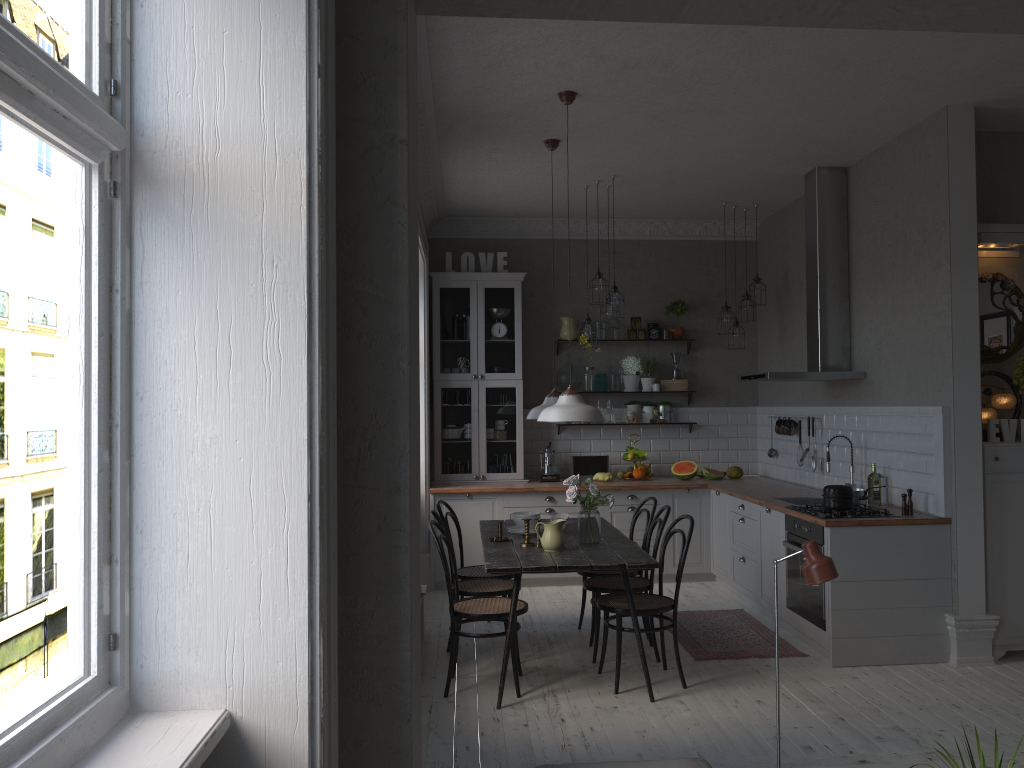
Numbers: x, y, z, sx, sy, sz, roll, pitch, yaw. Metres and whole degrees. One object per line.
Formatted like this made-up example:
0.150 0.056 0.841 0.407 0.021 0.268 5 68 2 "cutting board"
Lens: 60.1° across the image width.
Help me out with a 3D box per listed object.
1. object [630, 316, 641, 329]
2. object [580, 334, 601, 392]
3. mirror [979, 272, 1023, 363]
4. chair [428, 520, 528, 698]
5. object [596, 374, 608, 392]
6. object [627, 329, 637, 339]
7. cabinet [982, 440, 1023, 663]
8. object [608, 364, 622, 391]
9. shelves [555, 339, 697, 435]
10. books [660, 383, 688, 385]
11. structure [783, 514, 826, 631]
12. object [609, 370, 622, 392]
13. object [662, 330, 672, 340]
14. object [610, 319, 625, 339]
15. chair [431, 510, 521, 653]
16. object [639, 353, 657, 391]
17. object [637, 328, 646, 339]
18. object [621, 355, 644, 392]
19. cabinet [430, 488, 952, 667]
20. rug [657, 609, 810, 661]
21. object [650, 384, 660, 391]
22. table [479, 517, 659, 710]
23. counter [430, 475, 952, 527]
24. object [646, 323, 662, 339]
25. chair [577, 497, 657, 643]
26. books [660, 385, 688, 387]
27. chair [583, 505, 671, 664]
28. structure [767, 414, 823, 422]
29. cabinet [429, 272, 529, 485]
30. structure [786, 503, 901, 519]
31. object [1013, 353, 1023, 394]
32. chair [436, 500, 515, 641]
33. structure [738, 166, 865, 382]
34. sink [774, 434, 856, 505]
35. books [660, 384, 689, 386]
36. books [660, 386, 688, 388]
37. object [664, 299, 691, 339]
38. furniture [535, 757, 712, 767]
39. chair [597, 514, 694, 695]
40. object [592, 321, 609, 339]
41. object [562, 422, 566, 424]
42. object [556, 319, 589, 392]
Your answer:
1.174 -0.578 8.390 0.084 0.113 0.081 0 -2 -24 "object"
0.709 -0.197 8.259 0.193 0.540 0.278 0 -1 -12 "object"
3.094 -0.430 5.706 0.535 0.593 0.071 0 -1 -5 "mirror"
-0.184 1.212 4.890 0.548 0.920 0.439 -1 -1 3 "chair"
0.844 -0.009 8.411 0.126 0.172 0.126 -1 -1 -1 "object"
1.140 -0.466 8.396 0.083 0.113 0.082 0 -1 -4 "object"
3.109 1.003 5.443 0.669 1.297 0.382 0 -1 -5 "cabinet"
0.988 -0.053 8.487 0.131 0.264 0.131 -1 -1 1 "object"
1.075 0.046 8.402 1.322 0.923 0.228 0 -1 -5 "shelves"
1.545 -0.001 8.455 0.261 0.011 0.158 -1 -1 1 "books"
2.099 1.154 5.571 0.620 0.623 0.620 0 -1 -4 "structure"
0.973 -0.028 8.335 0.123 0.206 0.126 -1 -2 18 "object"
1.465 -0.462 8.375 0.093 0.096 0.074 0 -1 -4 "object"
1.014 -0.515 8.487 0.143 0.220 0.137 1 -2 -45 "object"
-0.217 1.227 5.442 0.552 0.920 0.435 0 -1 -7 "chair"
1.289 -0.117 8.405 0.188 0.380 0.166 1 -2 -43 "object"
1.228 -0.467 8.401 0.082 0.113 0.083 -1 -1 6 "object"
1.154 -0.103 8.444 0.242 0.354 0.236 -1 -2 13 "object"
1.381 1.277 6.949 4.106 0.854 2.030 -2 -2 42 "cabinet"
1.422 1.674 5.984 0.739 0.014 1.284 -1 -1 -4 "rug"
1.361 0.034 8.344 0.104 0.071 0.063 -1 -2 25 "object"
0.268 1.315 5.465 0.908 0.735 1.913 0 -1 -4 "table"
0.933 0.866 6.770 3.173 0.039 3.378 0 -1 -4 "counter"
1.348 -0.497 8.463 0.142 0.174 0.141 0 -1 -4 "object"
0.708 1.231 5.978 0.552 0.920 0.435 0 -1 -7 "chair"
1.545 0.021 8.454 0.261 0.011 0.158 -1 -1 1 "books"
0.716 1.218 5.495 0.548 0.920 0.439 -1 -1 3 "chair"
2.389 0.288 7.534 0.095 0.053 1.082 -1 -1 -3 "structure"
-0.306 -0.038 8.135 0.883 1.921 0.386 0 -1 -5 "cabinet"
2.069 0.790 5.582 0.498 0.031 0.603 0 -1 -4 "structure"
3.282 0.077 5.502 0.292 0.553 0.346 -1 -2 30 "object"
-0.225 1.239 5.928 0.546 0.920 0.440 -1 -1 8 "chair"
2.147 -0.823 6.677 0.715 1.595 0.709 0 -1 -4 "structure"
2.176 0.714 6.241 0.530 0.720 0.484 0 -1 -4 "sink"
1.545 0.009 8.454 0.261 0.011 0.157 -1 -1 -2 "books"
1.545 0.031 8.454 0.260 0.016 0.158 -1 -1 4 "books"
1.582 -0.612 8.442 0.257 0.397 0.244 -1 -2 20 "object"
0.357 1.356 2.366 0.585 0.476 0.825 0 -1 -4 "furniture"
0.748 1.204 4.964 0.552 0.920 0.435 0 -1 -7 "chair"
0.840 -0.499 8.375 0.168 0.184 0.175 -2 -2 35 "object"
0.488 0.247 8.353 0.054 0.264 0.060 0 -2 -33 "object"
0.532 -0.262 8.289 0.341 0.674 0.331 1 -2 -36 "object"
